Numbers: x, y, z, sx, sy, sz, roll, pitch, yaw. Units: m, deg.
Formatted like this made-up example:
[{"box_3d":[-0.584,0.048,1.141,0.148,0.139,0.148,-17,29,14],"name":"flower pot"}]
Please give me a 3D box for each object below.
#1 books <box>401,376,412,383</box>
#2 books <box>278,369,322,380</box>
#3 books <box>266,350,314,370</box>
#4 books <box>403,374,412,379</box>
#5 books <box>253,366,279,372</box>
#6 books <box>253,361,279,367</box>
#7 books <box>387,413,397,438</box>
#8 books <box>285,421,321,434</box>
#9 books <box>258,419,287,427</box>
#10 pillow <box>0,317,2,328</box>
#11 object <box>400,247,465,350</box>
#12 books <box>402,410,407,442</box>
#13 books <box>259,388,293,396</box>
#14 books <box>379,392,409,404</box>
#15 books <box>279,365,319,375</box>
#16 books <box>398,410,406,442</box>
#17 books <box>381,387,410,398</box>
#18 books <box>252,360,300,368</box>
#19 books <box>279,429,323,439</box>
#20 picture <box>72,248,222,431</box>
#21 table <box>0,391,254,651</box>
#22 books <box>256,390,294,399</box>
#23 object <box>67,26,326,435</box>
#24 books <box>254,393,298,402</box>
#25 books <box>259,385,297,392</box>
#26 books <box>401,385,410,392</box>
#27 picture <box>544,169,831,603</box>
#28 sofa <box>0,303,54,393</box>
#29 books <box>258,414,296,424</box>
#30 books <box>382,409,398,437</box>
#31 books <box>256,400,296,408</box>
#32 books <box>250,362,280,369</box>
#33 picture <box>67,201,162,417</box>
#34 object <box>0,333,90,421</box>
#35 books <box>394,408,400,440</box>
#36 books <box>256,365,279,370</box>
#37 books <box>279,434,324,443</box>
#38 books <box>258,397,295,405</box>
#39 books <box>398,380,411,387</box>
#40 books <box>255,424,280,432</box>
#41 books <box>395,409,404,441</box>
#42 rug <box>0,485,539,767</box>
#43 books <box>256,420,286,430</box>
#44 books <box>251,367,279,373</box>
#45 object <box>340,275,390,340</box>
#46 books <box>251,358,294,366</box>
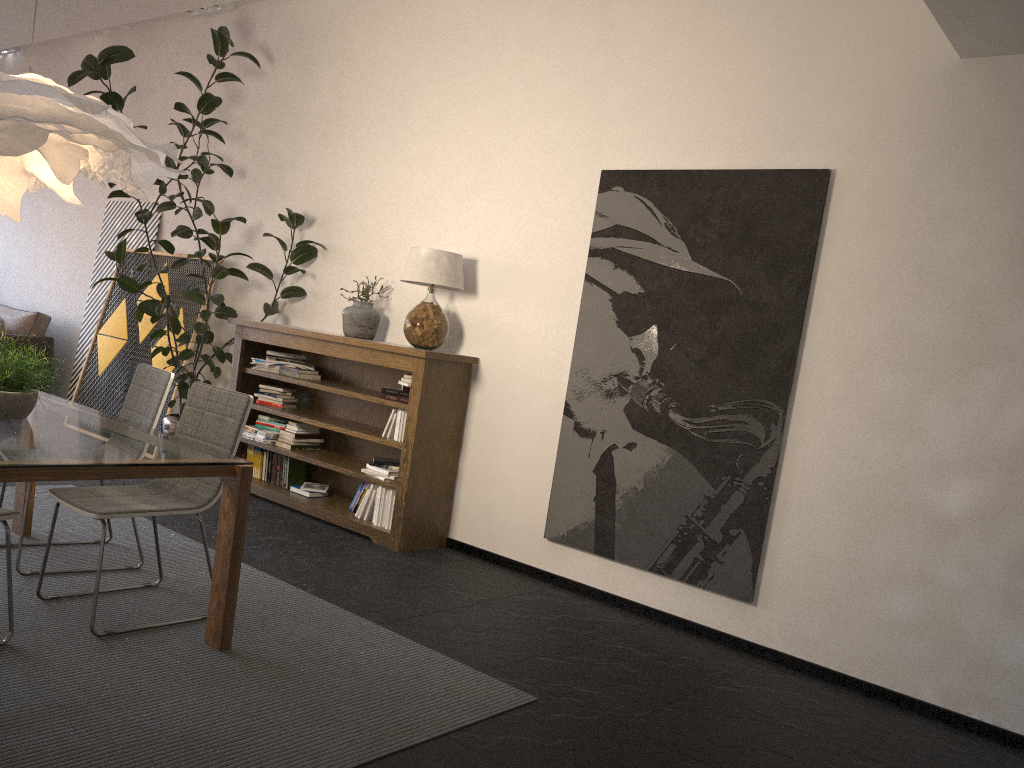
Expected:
[{"box_3d":[-0.538,-0.013,5.277,0.243,0.024,0.174,8,3,-7],"name":"books"},{"box_3d":[-1.438,-0.064,6.000,0.241,0.034,0.180,11,3,41],"name":"books"},{"box_3d":[-1.536,-0.152,6.120,0.323,0.109,0.271,8,3,-17],"name":"books"},{"box_3d":[-0.531,-0.035,5.282,0.154,0.022,0.205,10,3,23],"name":"books"},{"box_3d":[-1.590,-0.094,6.138,0.318,0.011,0.252,9,3,8],"name":"books"},{"box_3d":[-1.593,-0.127,6.143,0.318,0.011,0.252,9,3,10],"name":"books"},{"box_3d":[-0.683,0.251,5.324,0.056,0.158,0.120,13,6,38],"name":"books"},{"box_3d":[-1.414,0.292,6.009,0.217,0.069,0.157,6,4,-42],"name":"books"},{"box_3d":[-1.605,0.267,6.153,0.254,0.014,0.192,10,3,26],"name":"books"},{"box_3d":[-5.538,-0.581,8.587,1.882,0.344,0.619,11,4,38],"name":"pillow"},{"box_3d":[-0.488,-0.497,5.282,0.389,0.585,0.388,9,5,7],"name":"object"},{"box_3d":[-0.591,0.252,5.267,0.015,0.190,0.135,13,6,38],"name":"books"},{"box_3d":[-1.644,0.051,6.181,0.221,0.023,0.146,8,3,-11],"name":"books"},{"box_3d":[-0.607,0.093,5.289,0.284,0.034,0.230,10,3,30],"name":"books"},{"box_3d":[-1.444,-0.094,5.998,0.226,0.024,0.167,11,3,42],"name":"books"},{"box_3d":[-0.611,0.249,5.266,0.015,0.190,0.135,13,6,38],"name":"books"},{"box_3d":[0.350,-3.064,2.492,0.361,6.741,5.361,8,5,-11],"name":"books"},{"box_3d":[-1.601,-0.139,6.158,0.318,0.011,0.252,9,3,10],"name":"books"},{"box_3d":[-1.427,0.340,5.996,0.178,0.029,0.225,11,3,41],"name":"books"},{"box_3d":[-3.064,-0.302,7.264,1.489,1.613,0.387,12,6,38],"name":"picture"},{"box_3d":[-1.994,0.479,3.415,1.789,0.718,0.998,11,4,38],"name":"table"},{"box_3d":[-1.652,0.072,6.188,0.230,0.023,0.163,11,3,39],"name":"books"},{"box_3d":[-2.281,-0.951,6.326,2.006,3.216,0.905,10,6,16],"name":"object"},{"box_3d":[-1.648,0.094,6.187,0.243,0.019,0.174,10,3,23],"name":"books"},{"box_3d":[-1.634,0.031,6.179,0.204,0.021,0.155,10,3,23],"name":"books"},{"box_3d":[-0.541,0.035,5.254,0.225,0.029,0.178,8,3,-10],"name":"books"},{"box_3d":[0.811,-0.055,4.476,1.226,2.038,0.033,12,7,38],"name":"picture"},{"box_3d":[-5.458,-0.385,8.682,2.308,0.924,0.995,11,5,38],"name":"sofa"},{"box_3d":[-1.602,0.246,6.153,0.245,0.028,0.193,9,3,18],"name":"books"},{"box_3d":[-0.696,0.236,5.334,0.077,0.183,0.135,13,6,38],"name":"books"},{"box_3d":[-1.646,0.137,6.193,0.223,0.022,0.158,10,3,23],"name":"books"},{"box_3d":[-1.608,-0.119,6.152,0.317,0.011,0.252,10,3,20],"name":"books"},{"box_3d":[-3.535,-0.613,7.814,0.952,2.029,0.208,13,7,38],"name":"picture"},{"box_3d":[-1.915,-0.040,3.382,0.664,0.369,0.532,11,4,33],"name":"object"},{"box_3d":[-0.642,0.243,5.312,0.018,0.189,0.136,13,6,38],"name":"books"},{"box_3d":[-1.571,-0.101,6.134,0.318,0.011,0.252,9,3,5],"name":"books"},{"box_3d":[-1.428,0.366,6.009,0.243,0.024,0.174,6,4,-45],"name":"books"},{"box_3d":[-1.647,0.115,6.187,0.204,0.022,0.155,9,3,18],"name":"books"},{"box_3d":[-0.535,0.011,5.259,0.244,0.019,0.173,7,3,-27],"name":"books"},{"box_3d":[-1.626,0.307,6.147,0.249,0.024,0.175,9,3,19],"name":"books"},{"box_3d":[-0.628,0.247,5.271,0.018,0.189,0.136,13,6,38],"name":"books"},{"box_3d":[-2.056,0.827,3.463,3.665,0.006,2.374,11,3,38],"name":"rug"},{"box_3d":[-1.623,0.284,6.145,0.248,0.024,0.175,10,3,24],"name":"books"},{"box_3d":[-1.602,-0.085,6.139,0.318,0.011,0.252,9,3,12],"name":"books"},{"box_3d":[-0.963,-0.500,5.689,0.274,0.414,0.385,10,4,16],"name":"object"},{"box_3d":[-1.605,-0.151,6.163,0.318,0.011,0.252,9,3,15],"name":"books"}]
